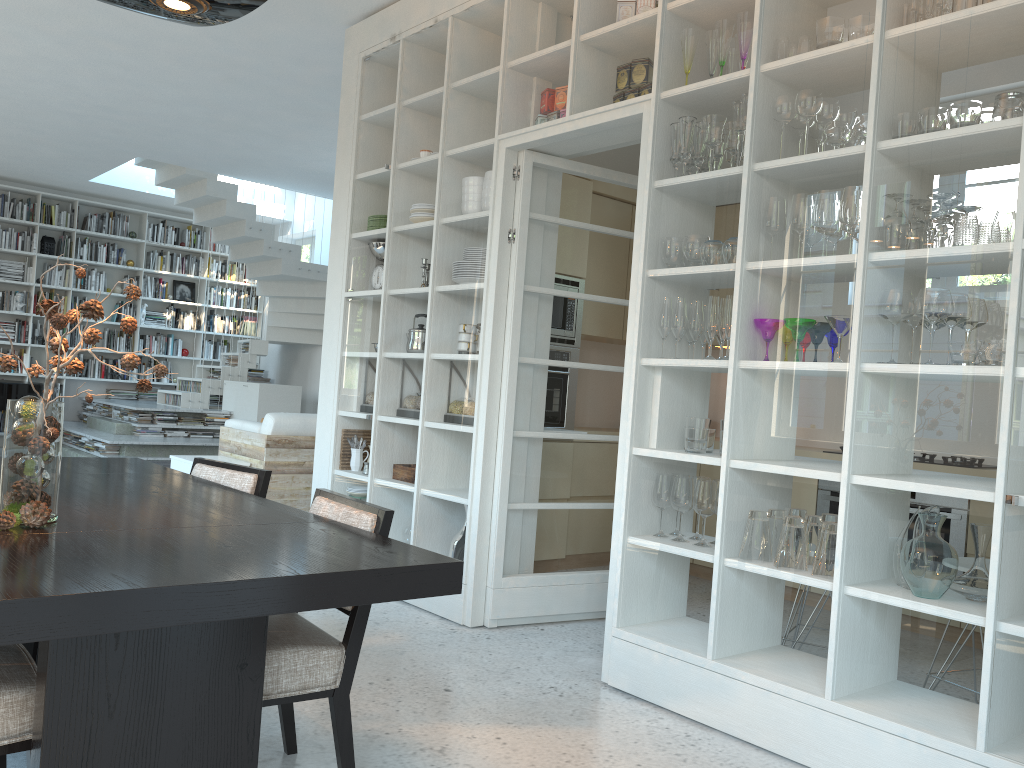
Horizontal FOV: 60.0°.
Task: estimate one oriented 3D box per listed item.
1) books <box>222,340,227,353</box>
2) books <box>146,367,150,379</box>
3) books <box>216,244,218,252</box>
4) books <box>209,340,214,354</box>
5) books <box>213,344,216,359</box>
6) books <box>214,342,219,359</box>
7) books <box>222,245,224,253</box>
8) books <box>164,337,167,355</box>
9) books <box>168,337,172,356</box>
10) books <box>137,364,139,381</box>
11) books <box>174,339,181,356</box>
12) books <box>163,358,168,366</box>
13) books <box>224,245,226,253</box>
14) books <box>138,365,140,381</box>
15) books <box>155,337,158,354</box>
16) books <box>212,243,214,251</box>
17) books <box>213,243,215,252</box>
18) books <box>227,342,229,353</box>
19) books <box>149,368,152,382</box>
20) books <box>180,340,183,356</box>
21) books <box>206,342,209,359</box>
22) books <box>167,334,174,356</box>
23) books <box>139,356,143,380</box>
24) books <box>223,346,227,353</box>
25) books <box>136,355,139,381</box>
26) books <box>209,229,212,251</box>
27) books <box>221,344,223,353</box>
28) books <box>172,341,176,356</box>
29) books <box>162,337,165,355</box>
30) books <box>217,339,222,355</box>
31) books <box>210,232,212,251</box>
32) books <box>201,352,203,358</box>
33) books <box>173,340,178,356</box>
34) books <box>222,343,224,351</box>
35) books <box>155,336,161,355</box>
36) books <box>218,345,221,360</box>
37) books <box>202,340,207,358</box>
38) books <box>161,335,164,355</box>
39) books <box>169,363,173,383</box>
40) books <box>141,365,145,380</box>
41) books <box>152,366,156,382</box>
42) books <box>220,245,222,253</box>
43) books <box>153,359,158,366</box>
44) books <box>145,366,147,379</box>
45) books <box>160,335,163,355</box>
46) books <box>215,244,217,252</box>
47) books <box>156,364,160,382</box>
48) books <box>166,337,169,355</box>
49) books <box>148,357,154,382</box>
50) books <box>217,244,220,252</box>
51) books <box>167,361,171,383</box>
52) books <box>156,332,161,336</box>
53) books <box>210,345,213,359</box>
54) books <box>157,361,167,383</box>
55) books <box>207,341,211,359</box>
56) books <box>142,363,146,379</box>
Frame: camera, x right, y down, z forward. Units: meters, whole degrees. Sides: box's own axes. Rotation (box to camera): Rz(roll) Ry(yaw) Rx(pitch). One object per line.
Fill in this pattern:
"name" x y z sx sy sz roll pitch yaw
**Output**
"books" -4.063 -0.478 12.516 0.011 0.284 0.161 4 0 -40
"books" -4.888 -0.130 11.854 0.030 0.188 0.140 4 0 -40
"books" -4.137 -1.931 12.344 0.022 0.229 0.174 4 0 -40
"books" -4.214 -0.482 12.407 0.024 0.267 0.133 4 0 -40
"books" -4.193 -0.450 12.417 0.025 0.208 0.149 4 0 -40
"books" -4.155 -0.468 12.414 0.027 0.248 0.184 4 0 -40
"books" -4.072 -1.949 12.421 0.027 0.275 0.148 4 0 -40
"books" -4.697 -0.513 11.960 0.014 0.249 0.177 4 0 -40
"books" -4.655 -0.507 11.996 0.023 0.244 0.189 4 0 -40
"books" -4.983 -0.188 11.768 0.015 0.287 0.138 4 0 -40
"books" -4.567 -0.495 12.089 0.025 0.235 0.181 4 0 -40
"books" -4.703 -0.184 12.017 0.012 0.326 0.136 4 0 -40
"books" -4.052 -1.939 12.434 0.022 0.259 0.163 4 0 -40
"books" -4.975 -0.150 11.792 0.033 0.213 0.140 4 0 -40
"books" -4.794 -0.511 11.897 0.012 0.229 0.179 4 0 -40
"books" -4.190 -1.932 12.331 0.025 0.223 0.136 4 0 -40
"books" -4.163 -1.962 12.332 0.013 0.286 0.150 4 0 -40
"books" -4.046 -0.461 12.546 0.012 0.254 0.161 4 0 -40
"books" -4.863 -0.127 11.866 0.024 0.185 0.149 4 0 -40
"books" -4.549 -0.487 12.107 0.027 0.223 0.170 4 0 -40
"books" -4.268 -0.471 12.343 0.037 0.236 0.153 4 0 -40
"books" -4.637 -0.528 12.015 0.026 0.290 0.181 4 0 -40
"books" -4.953 -0.205 11.806 0.013 0.327 0.130 4 0 -40
"books" -4.073 -0.439 12.499 0.021 0.205 0.174 4 0 -40
"books" -4.990 -0.214 11.757 0.014 0.337 0.132 4 0 -40
"books" -4.209 -1.980 12.280 0.011 0.313 0.172 4 0 -40
"books" -4.113 -0.455 12.480 0.014 0.230 0.172 4 0 -40
"books" -4.613 -0.482 12.042 0.030 0.201 0.189 4 0 -40
"books" -4.725 -0.514 11.962 0.026 0.246 0.165 4 0 -40
"books" -4.125 -0.489 12.475 0.013 0.297 0.141 4 0 -40
"books" -4.199 -1.959 12.308 0.022 0.275 0.159 4 0 -40
"books" -4.336 -0.496 12.293 0.085 0.278 0.159 4 0 -40
"books" -4.597 -0.489 12.076 0.037 0.218 0.139 4 0 -40
"books" -4.108 -0.460 12.505 0.027 0.242 0.131 4 0 -40
"books" -4.763 -0.521 11.892 0.028 0.255 0.191 4 0 -40
"books" -4.144 -0.443 12.462 0.027 0.201 0.164 4 0 -40
"books" -4.285 -0.480 12.317 0.024 0.252 0.175 4 0 -40
"books" -4.736 -0.527 11.947 0.011 0.272 0.152 4 0 -40
"books" -4.650 -0.154 12.048 0.062 0.274 0.148 4 0 -40
"books" -4.936 -0.148 11.810 0.023 0.214 0.163 4 0 -40
"books" -4.820 -0.139 11.897 0.052 0.217 0.184 4 0 -40
"books" -4.090 -1.966 12.393 0.012 0.306 0.184 4 0 -40
"books" -4.807 -0.182 11.934 0.010 0.304 0.131 4 0 -40
"books" -4.908 -0.143 11.835 0.025 0.210 0.137 4 0 -40
"books" -4.741 -0.523 11.917 0.012 0.262 0.186 4 0 -40
"books" -4.146 -1.952 12.331 0.012 0.269 0.184 4 0 -40
"books" -4.782 -0.148 11.933 0.031 0.239 0.171 4 0 -40
"books" -4.684 -0.514 12.004 0.012 0.254 0.161 4 0 -40
"books" -4.841 -0.200 11.876 0.014 0.333 0.168 4 0 -40
"books" -4.114 -1.937 12.373 0.023 0.244 0.182 4 0 -40
"books" -4.676 -0.163 12.012 0.025 0.287 0.160 4 0 -40
"books" -4.760 -0.543 11.922 0.013 0.299 0.147 4 0 -40
"books" -4.225 -0.450 12.375 0.029 0.201 0.172 4 0 -40
"books" -4.713 -0.168 11.935 0.075 0.291 0.255 4 0 -40
"books" -4.246 -0.472 12.362 0.022 0.242 0.151 4 0 -40
"books" -4.914 -0.161 11.814 0.015 0.243 0.156 4 0 -40
